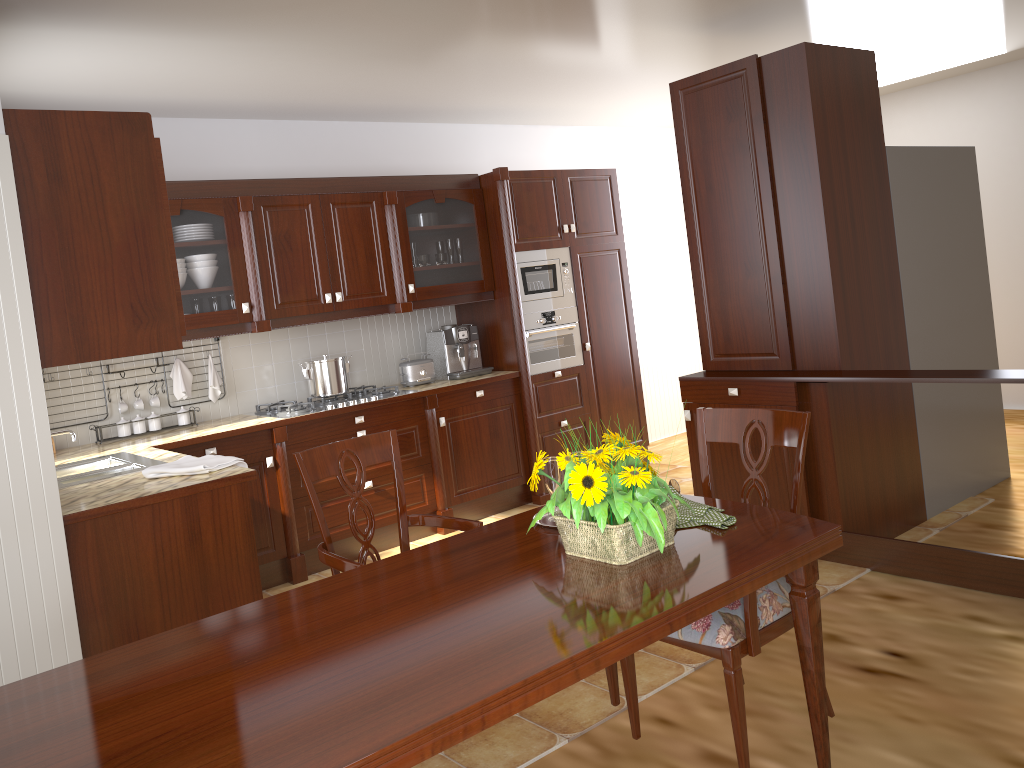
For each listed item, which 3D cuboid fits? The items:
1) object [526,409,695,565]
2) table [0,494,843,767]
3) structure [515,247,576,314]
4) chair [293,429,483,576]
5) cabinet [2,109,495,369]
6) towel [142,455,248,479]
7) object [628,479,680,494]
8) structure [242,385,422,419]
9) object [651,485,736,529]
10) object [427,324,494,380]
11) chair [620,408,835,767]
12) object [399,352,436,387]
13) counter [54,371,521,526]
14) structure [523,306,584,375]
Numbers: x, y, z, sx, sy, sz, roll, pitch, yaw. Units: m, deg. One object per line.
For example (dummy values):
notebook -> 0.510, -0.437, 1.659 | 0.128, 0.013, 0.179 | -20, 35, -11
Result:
object -> 0.207, 0.211, 1.823 | 0.317, 0.336, 0.301 | -3, 5, 44
table -> -0.124, 0.692, 1.621 | 1.689, 0.556, 0.733 | -12, 6, -38
structure -> 0.105, -0.650, 5.645 | 0.498, 0.385, 0.316 | -11, 5, -38
chair -> -0.306, 0.534, 2.433 | 0.407, 0.743, 0.458 | -10, 4, -41
cabinet -> -0.814, -0.666, 4.026 | 2.799, 0.776, 1.366 | -12, 7, -38
towel -> -1.135, 0.311, 3.219 | 0.329, 0.097, 0.346 | -6, 6, 15
object -> 0.339, 0.270, 2.162 | 0.147, 0.046, 0.046 | -10, 5, -25
structure -> -0.989, 0.083, 4.865 | 0.821, 0.046, 0.589 | -12, 8, -38
object -> 0.344, 0.271, 2.116 | 0.167, 0.056, 0.528 | -10, 7, -24
object -> -0.328, -0.204, 5.421 | 0.276, 0.321, 0.322 | -10, 5, -38
chair -> 0.499, 0.467, 2.127 | 0.462, 0.743, 0.403 | -10, 4, -38
object -> -0.560, -0.088, 5.243 | 0.244, 0.188, 0.140 | -11, 5, -37
counter -> -0.833, 0.171, 4.210 | 2.802, 0.032, 1.821 | -12, 8, -38
structure -> 0.251, -0.273, 5.533 | 0.497, 0.374, 0.041 | -11, 4, -38
